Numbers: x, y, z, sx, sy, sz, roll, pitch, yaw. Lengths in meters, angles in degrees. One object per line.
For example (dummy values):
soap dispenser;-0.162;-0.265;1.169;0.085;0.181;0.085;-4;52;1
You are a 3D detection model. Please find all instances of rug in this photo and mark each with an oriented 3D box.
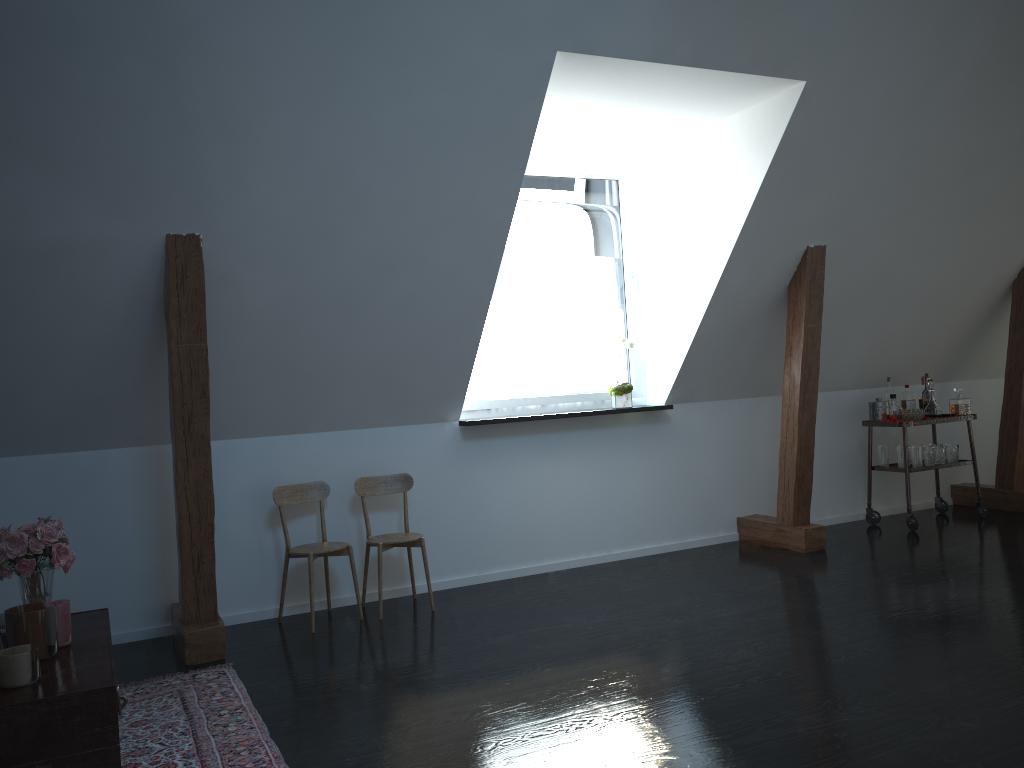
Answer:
rug;-1.299;1.222;2.400;1.512;0.029;2.647;-4;0;-25

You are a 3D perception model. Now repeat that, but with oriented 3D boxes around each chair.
chair;-0.623;0.838;4.677;0.329;0.696;0.342;-4;0;-24
chair;-0.995;0.861;4.520;0.329;0.696;0.342;-4;0;-43

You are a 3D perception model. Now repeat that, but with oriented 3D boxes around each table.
table;-1.307;0.982;2.436;0.471;0.492;0.962;-4;0;-26

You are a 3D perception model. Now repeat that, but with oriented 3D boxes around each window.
window;2.969;-2.114;3.773;8.018;4.249;5.959;-4;0;-26

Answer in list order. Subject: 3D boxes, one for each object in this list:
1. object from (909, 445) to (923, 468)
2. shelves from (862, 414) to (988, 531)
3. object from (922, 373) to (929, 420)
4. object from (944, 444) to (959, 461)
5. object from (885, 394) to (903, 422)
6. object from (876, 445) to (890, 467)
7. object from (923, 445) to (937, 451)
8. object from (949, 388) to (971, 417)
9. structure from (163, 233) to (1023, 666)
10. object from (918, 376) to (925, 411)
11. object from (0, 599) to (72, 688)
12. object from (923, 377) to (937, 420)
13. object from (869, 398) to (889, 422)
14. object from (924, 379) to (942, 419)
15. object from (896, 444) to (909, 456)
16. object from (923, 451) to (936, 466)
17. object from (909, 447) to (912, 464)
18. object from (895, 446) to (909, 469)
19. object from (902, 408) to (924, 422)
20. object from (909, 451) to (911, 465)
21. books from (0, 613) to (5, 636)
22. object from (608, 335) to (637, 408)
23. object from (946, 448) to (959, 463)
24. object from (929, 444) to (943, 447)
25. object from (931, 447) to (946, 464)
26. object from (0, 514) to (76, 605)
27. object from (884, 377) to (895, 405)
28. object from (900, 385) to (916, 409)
object;2.771;0.496;6.068;0.087;0.155;0.087;-4;0;37
shelves;2.900;0.602;6.254;0.803;0.732;0.438;-4;0;-30
object;2.969;0.089;6.330;0.080;0.329;0.080;-4;0;-35
object;3.139;0.491;6.324;0.095;0.119;0.095;-4;0;26
object;2.615;0.172;6.073;0.087;0.206;0.087;-4;0;-1
object;2.605;0.506;6.216;0.087;0.155;0.087;-4;0;37
object;2.984;0.500;6.335;0.095;0.119;0.095;-4;0;26
object;3.168;0.134;6.276;0.101;0.211;0.101;-4;0;-11
structure;1.920;0.060;5.882;12.350;1.963;1.023;-4;0;-26
object;3.007;0.098;6.463;0.081;0.308;0.081;-4;0;-34
object;-1.310;0.673;2.317;0.215;0.138;0.413;-4;0;-14
object;2.943;0.103;6.245;0.081;0.307;0.081;-4;0;-20
object;2.569;0.189;6.198;0.135;0.182;0.052;-4;0;11
object;2.904;0.112;6.132;0.114;0.292;0.114;-4;0;36
object;2.715;0.500;6.156;0.087;0.155;0.087;-4;0;37
object;2.898;0.516;6.155;0.092;0.099;0.092;-4;0;42
object;2.867;0.508;6.303;0.095;0.119;0.095;-4;0;26
object;2.672;0.502;6.068;0.087;0.155;0.087;-4;0;37
object;2.763;0.220;6.135;0.151;0.092;0.245;-4;0;3
object;2.771;0.524;6.256;0.092;0.099;0.092;-4;0;42
books;-1.563;0.739;2.729;0.179;0.034;0.243;-4;0;42
object;0.704;-0.080;5.587;0.131;0.461;0.309;-4;0;-7
object;3.089;0.504;6.226;0.092;0.099;0.092;-4;0;42
object;3.081;0.494;6.440;0.095;0.119;0.095;-4;0;26
object;2.991;0.500;6.207;0.095;0.119;0.095;-4;0;26
object;-1.441;0.573;2.651;0.234;0.351;0.235;-4;0;24
object;2.668;0.112;6.258;0.073;0.320;0.073;-4;0;-35
object;2.843;0.134;6.368;0.099;0.257;0.067;-4;0;-21
